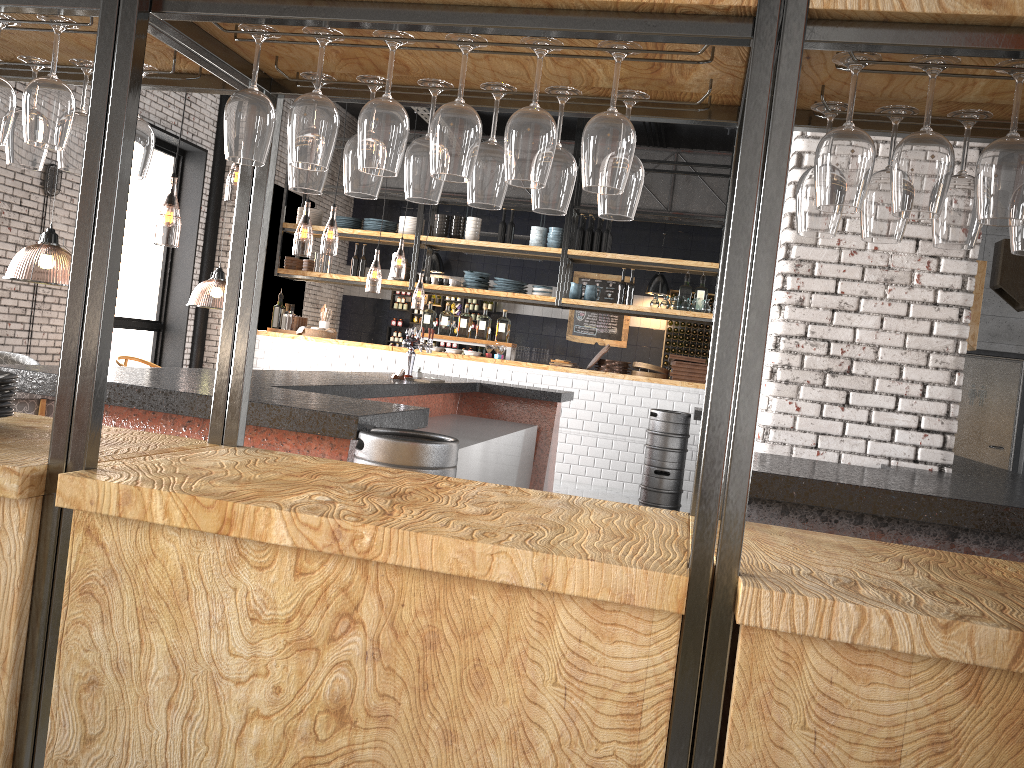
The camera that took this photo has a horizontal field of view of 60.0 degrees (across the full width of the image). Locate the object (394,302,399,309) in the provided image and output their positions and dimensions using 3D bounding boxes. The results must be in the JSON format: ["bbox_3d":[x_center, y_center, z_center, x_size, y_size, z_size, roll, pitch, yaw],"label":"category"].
[{"bbox_3d":[-1.918,-1.303,14.701,0.076,0.111,0.076,7,1,21],"label":"object"}]

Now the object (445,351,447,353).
[{"bbox_3d":[-1.051,-0.515,14.529,0.092,0.108,0.105,7,1,23],"label":"object"}]

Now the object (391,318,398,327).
[{"bbox_3d":[-1.951,-1.026,14.727,0.100,0.139,0.088,7,1,12],"label":"object"}]

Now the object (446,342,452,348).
[{"bbox_3d":[-1.025,-0.661,14.534,0.100,0.139,0.088,7,1,12],"label":"object"}]

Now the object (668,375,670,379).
[{"bbox_3d":[2.446,-0.099,13.703,0.079,0.079,0.281,7,2,11],"label":"object"}]

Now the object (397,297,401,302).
[{"bbox_3d":[-1.871,-1.395,14.692,0.071,0.083,0.071,7,1,1],"label":"object"}]

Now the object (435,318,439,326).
[{"bbox_3d":[-1.243,-1.018,14.583,0.100,0.139,0.088,7,1,12],"label":"object"}]

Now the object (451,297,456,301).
[{"bbox_3d":[-0.945,-1.439,14.505,0.079,0.156,0.079,6,1,-44],"label":"object"}]

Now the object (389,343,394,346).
[{"bbox_3d":[-2.013,-0.638,14.727,0.118,0.111,0.085,6,1,-30],"label":"object"}]

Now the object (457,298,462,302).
[{"bbox_3d":[-0.852,-1.428,14.487,0.079,0.156,0.079,7,1,-4],"label":"object"}]

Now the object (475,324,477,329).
[{"bbox_3d":[-0.552,-0.941,14.440,0.081,0.113,0.071,7,1,11],"label":"object"}]

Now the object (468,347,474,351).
[{"bbox_3d":[-0.673,-0.528,14.461,0.100,0.139,0.088,7,1,12],"label":"object"}]

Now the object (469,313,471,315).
[{"bbox_3d":[-0.715,-1.107,14.454,0.076,0.111,0.076,8,1,36],"label":"object"}]

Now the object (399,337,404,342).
[{"bbox_3d":[-1.827,-0.733,14.674,0.071,0.083,0.071,8,1,36],"label":"object"}]

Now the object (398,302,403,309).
[{"bbox_3d":[-1.838,-1.293,14.685,0.076,0.111,0.076,7,1,31],"label":"object"}]

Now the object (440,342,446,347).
[{"bbox_3d":[-1.131,-0.675,14.556,0.100,0.139,0.088,7,1,12],"label":"object"}]

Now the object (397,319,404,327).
[{"bbox_3d":[-1.845,-1.013,14.705,0.100,0.139,0.088,7,1,12],"label":"object"}]

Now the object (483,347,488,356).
[{"bbox_3d":[-0.425,-0.591,14.408,0.079,0.281,0.079,7,1,15],"label":"object"}]

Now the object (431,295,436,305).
[{"bbox_3d":[-1.290,-1.447,14.595,0.079,0.281,0.079,7,1,15],"label":"object"}]

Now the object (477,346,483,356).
[{"bbox_3d":[-0.513,-0.602,14.423,0.079,0.281,0.079,7,1,30],"label":"object"}]

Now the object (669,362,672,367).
[{"bbox_3d":[2.466,-0.307,13.678,0.079,0.079,0.281,7,2,11],"label":"object"}]

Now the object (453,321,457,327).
[{"bbox_3d":[-0.950,-0.983,14.529,0.090,0.101,0.111,6,1,-22],"label":"object"}]

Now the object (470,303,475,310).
[{"bbox_3d":[-0.649,-1.257,14.443,0.076,0.111,0.076,7,1,31],"label":"object"}]

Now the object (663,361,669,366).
[{"bbox_3d":[2.377,-0.319,13.711,0.079,0.079,0.281,7,2,11],"label":"object"}]

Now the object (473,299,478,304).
[{"bbox_3d":[-0.596,-1.362,14.436,0.076,0.111,0.076,7,1,16],"label":"object"}]

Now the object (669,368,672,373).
[{"bbox_3d":[2.462,-0.203,13.721,0.079,0.079,0.281,7,2,11],"label":"object"}]

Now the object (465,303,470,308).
[{"bbox_3d":[-0.729,-1.267,14.460,0.076,0.111,0.076,7,1,21],"label":"object"}]

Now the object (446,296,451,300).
[{"bbox_3d":[-1.037,-1.451,14.525,0.079,0.156,0.079,7,1,21],"label":"object"}]

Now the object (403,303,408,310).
[{"bbox_3d":[-1.757,-1.283,14.670,0.076,0.111,0.076,7,1,6],"label":"object"}]

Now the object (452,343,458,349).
[{"bbox_3d":[-0.925,-0.649,14.514,0.100,0.139,0.088,7,1,12],"label":"object"}]

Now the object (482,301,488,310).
[{"bbox_3d":[-0.430,-1.339,14.419,0.079,0.281,0.079,7,1,-15],"label":"object"}]

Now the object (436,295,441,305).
[{"bbox_3d":[-1.199,-1.436,14.577,0.079,0.281,0.079,7,1,-10],"label":"object"}]

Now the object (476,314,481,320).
[{"bbox_3d":[-0.541,-1.085,14.419,0.076,0.111,0.076,6,1,-24],"label":"object"}]

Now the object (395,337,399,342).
[{"bbox_3d":[-1.907,-0.743,14.690,0.071,0.083,0.071,7,1,1],"label":"object"}]

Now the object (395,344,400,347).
[{"bbox_3d":[-1.904,-0.619,14.716,0.090,0.101,0.111,6,1,-27],"label":"object"}]

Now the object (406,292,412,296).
[{"bbox_3d":[-1.699,-1.513,14.681,0.081,0.113,0.071,7,1,12],"label":"object"}]

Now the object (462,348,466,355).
[{"bbox_3d":[-0.788,-0.528,14.462,0.076,0.111,0.076,6,1,-24],"label":"object"}]

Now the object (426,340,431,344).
[{"bbox_3d":[-1.375,-0.711,14.600,0.079,0.281,0.079,7,1,20],"label":"object"}]

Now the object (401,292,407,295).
[{"bbox_3d":[-1.787,-1.524,14.699,0.081,0.113,0.071,7,1,12],"label":"object"}]

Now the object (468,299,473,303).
[{"bbox_3d":[-0.676,-1.373,14.451,0.076,0.111,0.076,7,1,-14],"label":"object"}]

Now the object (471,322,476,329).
[{"bbox_3d":[-0.633,-0.951,14.457,0.081,0.113,0.071,7,1,11],"label":"object"}]

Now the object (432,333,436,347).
[{"bbox_3d":[-1.283,-0.700,14.582,0.079,0.281,0.079,7,1,-20],"label":"object"}]

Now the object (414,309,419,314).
[{"bbox_3d":[-1.571,-1.201,14.629,0.071,0.083,0.071,8,1,36],"label":"object"}]

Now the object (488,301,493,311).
[{"bbox_3d":[-0.338,-1.327,14.400,0.079,0.281,0.079,7,1,5],"label":"object"}]

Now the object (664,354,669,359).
[{"bbox_3d":[2.395,-0.423,13.733,0.079,0.079,0.281,7,2,11],"label":"object"}]

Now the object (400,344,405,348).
[{"bbox_3d":[-1.806,-0.607,14.697,0.090,0.101,0.111,6,1,-22],"label":"object"}]

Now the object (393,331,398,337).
[{"bbox_3d":[-1.929,-0.830,14.701,0.071,0.083,0.071,8,1,36],"label":"object"}]

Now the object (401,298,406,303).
[{"bbox_3d":[-1.791,-1.385,14.676,0.071,0.083,0.071,8,1,36],"label":"object"}]

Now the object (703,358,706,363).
[{"bbox_3d":[2.943,-0.354,13.606,0.079,0.079,0.281,7,2,11],"label":"object"}]

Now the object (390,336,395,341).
[{"bbox_3d":[-1.984,-0.753,14.707,0.071,0.083,0.071,7,1,21],"label":"object"}]

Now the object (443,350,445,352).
[{"bbox_3d":[-1.144,-0.529,14.547,0.092,0.112,0.100,7,1,-2],"label":"object"}]

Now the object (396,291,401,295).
[{"bbox_3d":[-1.882,-1.536,14.718,0.081,0.113,0.071,7,1,12],"label":"object"}]

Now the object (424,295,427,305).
[{"bbox_3d":[-1.452,-1.382,14.608,0.079,0.156,0.079,7,1,-4],"label":"object"}]

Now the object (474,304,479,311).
[{"bbox_3d":[-0.568,-1.247,14.428,0.076,0.111,0.076,7,1,6],"label":"object"}]

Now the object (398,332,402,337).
[{"bbox_3d":[-1.856,-0.821,14.680,0.070,0.083,0.071,6,1,-39],"label":"object"}]

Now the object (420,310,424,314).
[{"bbox_3d":[-1.480,-1.189,14.610,0.071,0.083,0.071,7,1,1],"label":"object"}]

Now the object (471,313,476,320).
[{"bbox_3d":[-0.629,-1.097,14.436,0.076,0.111,0.076,7,1,-14],"label":"object"}]
